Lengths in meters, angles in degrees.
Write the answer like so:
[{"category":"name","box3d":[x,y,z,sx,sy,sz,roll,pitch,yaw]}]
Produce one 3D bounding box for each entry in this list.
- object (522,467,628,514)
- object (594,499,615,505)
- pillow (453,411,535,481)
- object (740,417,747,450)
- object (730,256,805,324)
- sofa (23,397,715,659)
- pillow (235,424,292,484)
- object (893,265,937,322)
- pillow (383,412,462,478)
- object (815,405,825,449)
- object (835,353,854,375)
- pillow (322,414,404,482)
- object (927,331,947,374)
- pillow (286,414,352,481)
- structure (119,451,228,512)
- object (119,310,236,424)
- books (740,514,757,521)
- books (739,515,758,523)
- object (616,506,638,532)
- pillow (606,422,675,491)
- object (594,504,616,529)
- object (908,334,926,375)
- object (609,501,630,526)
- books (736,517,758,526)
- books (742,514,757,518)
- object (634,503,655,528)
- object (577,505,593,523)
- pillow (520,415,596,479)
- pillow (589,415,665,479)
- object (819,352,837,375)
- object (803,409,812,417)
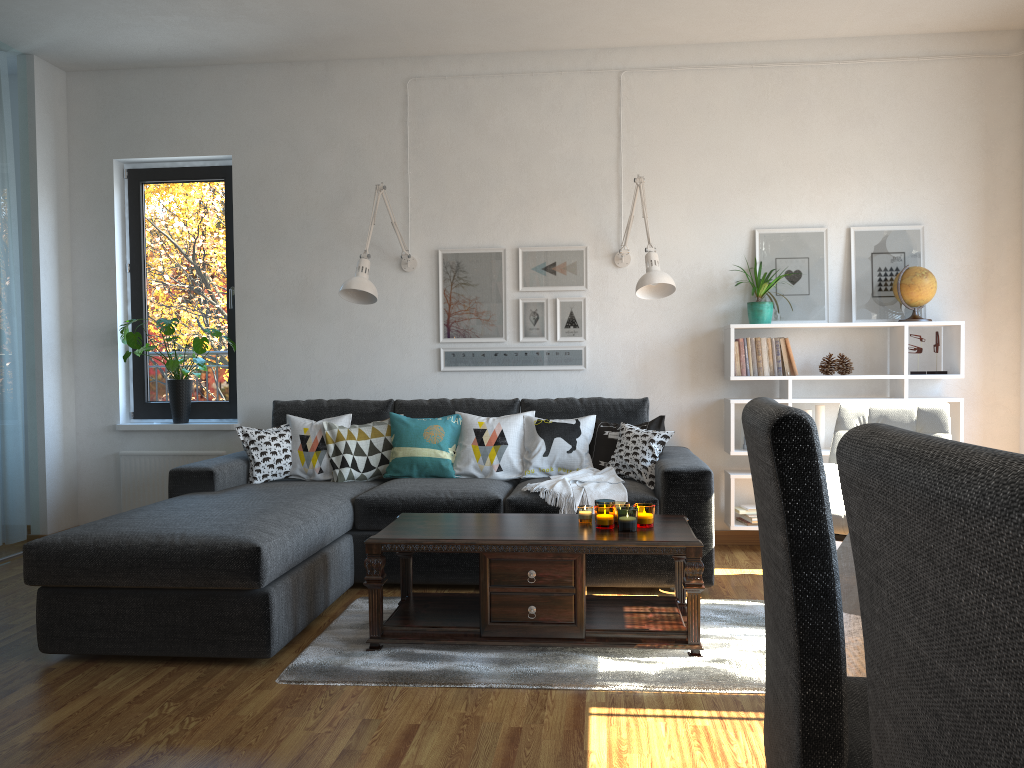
[{"category":"object","box3d":[0.284,0.520,4.183,0.488,0.212,0.605,-1,1,2]},{"category":"object","box3d":[0.356,0.487,3.397,0.079,0.081,0.079,-1,2,1]},{"category":"pillow","box3d":[-0.100,0.332,4.606,0.436,0.368,0.285,0,2,6]},{"category":"object","box3d":[1.301,0.258,4.842,0.108,0.197,0.108,0,2,17]},{"category":"object","box3d":[1.364,-0.506,4.797,0.424,0.372,0.387,-1,2,-8]},{"category":"sofa","box3d":[-0.358,0.518,3.991,2.508,0.848,2.162,0,1,6]},{"category":"pillow","box3d":[-1.243,0.362,4.561,0.160,0.320,0.334,1,2,41]},{"category":"object","box3d":[2.142,-0.479,4.717,0.217,0.305,0.215,0,2,23]},{"category":"pillow","box3d":[-0.450,0.319,4.637,0.414,0.340,0.272,0,2,5]},{"category":"object","box3d":[1.681,0.234,4.842,0.051,0.238,0.051,0,2,23]},{"category":"object","box3d":[1.787,-0.106,4.768,0.101,0.125,0.096,0,2,21]},{"category":"pillow","box3d":[-0.775,0.347,4.679,0.454,0.363,0.242,-1,2,-28]},{"category":"object","box3d":[2.272,-0.166,4.736,0.075,0.230,0.066,-1,2,-14]},{"category":"pillow","box3d":[-1.017,0.331,4.629,0.360,0.344,0.173,0,2,5]},{"category":"structure","box3d":[-1.922,0.626,5.251,0.817,0.460,0.076,-1,2,3]},{"category":"object","box3d":[-1.971,-0.099,5.183,0.657,0.675,0.447,-1,2,-4]},{"category":"books","box3d":[1.334,0.720,4.839,0.123,0.015,0.211,-1,1,-4]},{"category":"books","box3d":[1.334,0.735,4.840,0.123,0.012,0.211,-1,1,-4]},{"category":"object","box3d":[0.418,0.490,3.211,0.079,0.081,0.079,-1,2,1]},{"category":"pillow","box3d":[0.628,0.353,4.373,0.169,0.313,0.358,-2,2,-44]},{"category":"object","box3d":[0.343,0.489,3.272,0.079,0.081,0.079,-1,2,1]},{"category":"object","box3d":[2.139,-0.158,4.739,0.134,0.217,0.066,0,2,21]},{"category":"object","box3d":[0.404,0.487,3.336,0.079,0.081,0.079,-1,2,1]},{"category":"books","box3d":[1.323,0.750,4.842,0.145,0.018,0.184,-1,1,-5]},{"category":"books","box3d":[1.323,0.706,4.841,0.140,0.012,0.184,-1,1,-5]},{"category":"object","box3d":[0.491,0.488,3.287,0.079,0.081,0.079,-1,2,1]},{"category":"object","box3d":[0.280,0.498,3.388,0.060,0.061,0.060,0,2,11]},{"category":"pillow","box3d":[0.242,0.324,4.566,0.382,0.318,0.265,0,2,6]},{"category":"pillow","box3d":[0.589,0.334,4.557,0.449,0.358,0.234,0,2,32]},{"category":"object","box3d":[1.707,-0.107,4.779,0.094,0.127,0.102,-2,2,-39]},{"category":"object","box3d":[1.612,0.247,4.845,0.051,0.213,0.051,0,2,12]}]
